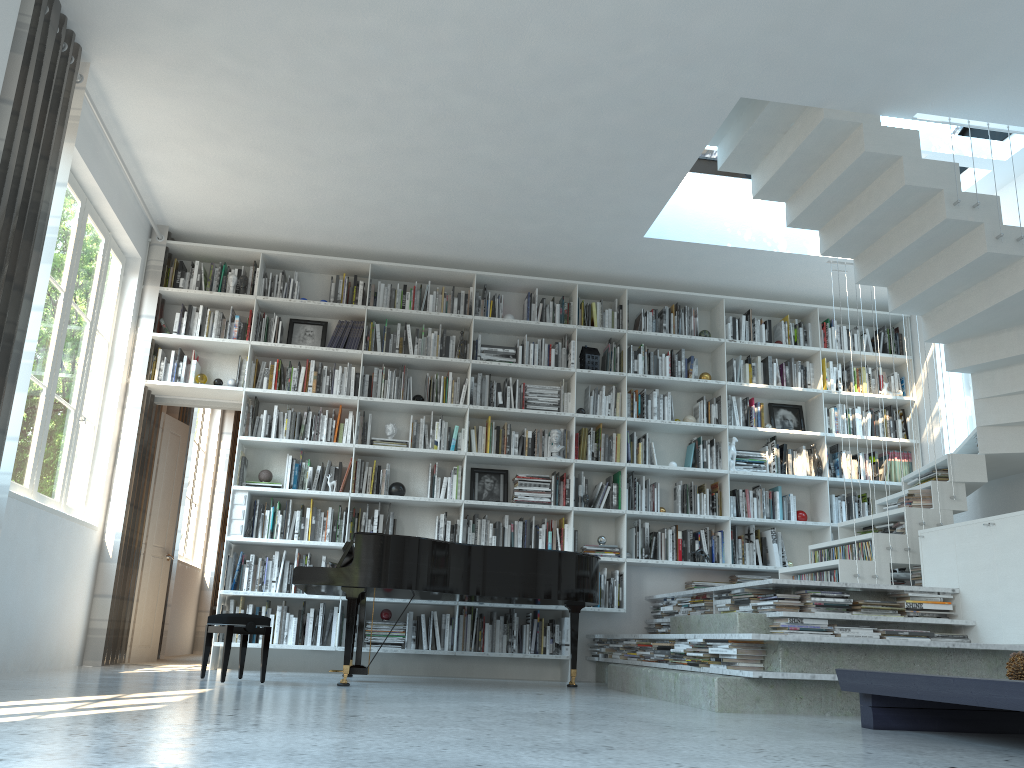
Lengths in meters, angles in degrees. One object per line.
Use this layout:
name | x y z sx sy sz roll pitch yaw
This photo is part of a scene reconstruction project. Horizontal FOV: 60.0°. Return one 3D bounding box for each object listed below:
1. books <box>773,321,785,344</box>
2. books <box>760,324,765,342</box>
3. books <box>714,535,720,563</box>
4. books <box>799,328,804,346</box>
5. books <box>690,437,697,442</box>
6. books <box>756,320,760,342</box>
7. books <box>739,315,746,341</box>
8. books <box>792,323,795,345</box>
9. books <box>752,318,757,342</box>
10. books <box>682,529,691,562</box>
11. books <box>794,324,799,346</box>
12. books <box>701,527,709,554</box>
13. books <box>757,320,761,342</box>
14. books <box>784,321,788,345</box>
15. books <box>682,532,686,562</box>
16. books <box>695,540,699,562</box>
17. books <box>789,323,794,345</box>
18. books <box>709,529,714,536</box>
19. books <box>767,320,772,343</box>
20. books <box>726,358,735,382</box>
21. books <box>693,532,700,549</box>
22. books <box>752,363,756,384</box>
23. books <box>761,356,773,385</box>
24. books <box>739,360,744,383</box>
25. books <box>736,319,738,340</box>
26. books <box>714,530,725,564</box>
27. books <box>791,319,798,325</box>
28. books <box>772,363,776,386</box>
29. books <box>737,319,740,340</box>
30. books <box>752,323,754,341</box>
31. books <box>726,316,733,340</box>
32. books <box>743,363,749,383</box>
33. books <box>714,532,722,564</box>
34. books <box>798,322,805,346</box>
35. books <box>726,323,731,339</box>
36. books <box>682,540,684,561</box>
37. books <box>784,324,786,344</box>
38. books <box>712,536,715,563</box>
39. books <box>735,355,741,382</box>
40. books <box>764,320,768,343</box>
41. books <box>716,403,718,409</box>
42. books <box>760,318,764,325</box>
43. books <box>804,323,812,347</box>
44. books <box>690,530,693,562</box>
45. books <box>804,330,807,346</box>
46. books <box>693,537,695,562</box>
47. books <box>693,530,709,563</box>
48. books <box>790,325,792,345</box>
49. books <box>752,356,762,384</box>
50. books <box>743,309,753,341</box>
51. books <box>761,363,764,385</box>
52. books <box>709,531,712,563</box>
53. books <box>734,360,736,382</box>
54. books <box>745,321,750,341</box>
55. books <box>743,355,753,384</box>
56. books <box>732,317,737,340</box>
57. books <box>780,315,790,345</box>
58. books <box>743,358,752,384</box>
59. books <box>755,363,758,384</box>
books | 2.297 -0.397 7.628 0.019 0.255 0.169 5 -16 -8
books | 2.117 -0.385 7.596 0.024 0.201 0.190 5 -16 -8
books | 1.604 1.327 7.045 0.025 0.227 0.176 5 -16 -8
books | 2.463 -0.359 7.652 0.029 0.209 0.170 5 -16 -8
books | 1.491 0.590 7.256 0.016 0.289 0.135 5 -16 -8
books | 2.073 -0.404 7.599 0.022 0.235 0.172 5 -16 -8
books | 1.951 -0.433 7.591 0.048 0.277 0.150 5 -16 -8
books | 2.402 -0.382 7.665 0.017 0.256 0.147 5 -16 -8
books | 2.056 -0.418 7.599 0.014 0.261 0.168 5 -16 -8
books | 1.370 1.294 7.024 0.026 0.261 0.174 5 -16 -8
books | 2.422 -0.376 7.644 0.018 0.234 0.187 5 -16 -8
books | 1.538 1.295 7.060 0.013 0.293 0.135 5 -16 -8
books | 2.093 -0.408 7.612 0.021 0.253 0.152 5 -16 -8
books | 2.328 -0.390 7.640 0.016 0.251 0.189 5 -16 -8
books | 1.344 1.306 7.034 0.021 0.242 0.131 5 -16 -8
books | 1.440 1.340 7.026 0.025 0.180 0.169 5 -16 -8
books | 2.381 -0.384 7.646 0.031 0.248 0.165 5 -16 -8
books | 1.582 1.308 7.079 0.012 0.281 0.144 5 -16 -8
books | 2.184 -0.404 7.623 0.030 0.257 0.165 5 -16 -8
books | 1.842 -0.075 7.483 0.012 0.253 0.161 5 -16 -8
books | 1.459 1.309 7.039 0.012 0.248 0.165 5 -16 -8
books | 2.013 -0.047 7.500 0.030 0.223 0.158 5 -16 -8
books | 2.126 -0.072 7.473 0.032 0.264 0.246 5 -16 -8
books | 1.923 -0.065 7.500 0.026 0.250 0.131 5 -16 -8
books | 1.888 -0.415 7.576 0.024 0.230 0.169 5 -16 -8
books | 1.654 1.312 7.064 0.025 0.271 0.171 5 -16 -8
books | 2.439 -0.400 7.674 0.020 0.298 0.131 5 -16 -8
books | 2.185 -0.042 7.504 0.030 0.229 0.187 5 -16 -8
books | 1.911 -0.417 7.599 0.027 0.249 0.140 5 -16 -8
books | 2.030 -0.394 7.609 0.030 0.220 0.133 5 -16 -8
books | 1.839 -0.430 7.568 0.025 0.250 0.178 5 -16 -8
books | 1.951 -0.048 7.476 0.025 0.207 0.176 5 -16 -8
books | 1.629 1.317 7.059 0.026 0.257 0.157 5 -16 -8
books | 2.488 -0.385 7.682 0.025 0.278 0.136 5 -16 -8
books | 1.816 -0.402 7.545 0.022 0.182 0.190 5 -16 -8
books | 1.323 1.305 7.024 0.025 0.237 0.157 5 -16 -8
books | 2.309 -0.378 7.628 0.008 0.220 0.183 5 -16 -8
books | 1.572 1.330 7.044 0.013 0.219 0.169 5 -16 -8
books | 1.886 -0.085 7.491 0.051 0.281 0.167 5 -16 -8
books | 2.161 -0.400 7.632 0.012 0.253 0.161 5 -16 -8
books | 1.674 0.282 7.362 0.013 0.220 0.156 5 -16 -8
books | 2.131 -0.414 7.634 0.012 0.278 0.153 5 -16 -8
books | 2.546 -0.378 7.672 0.026 0.262 0.163 5 -16 -8
books | 1.394 1.298 7.034 0.026 0.262 0.170 5 -16 -8
books | 2.513 -0.349 7.682 0.031 0.210 0.132 5 -16 -8
books | 1.417 1.325 7.032 0.022 0.210 0.136 5 -16 -8
books | 1.499 1.302 7.042 0.070 0.265 0.186 5 -16 -8
books | 2.364 -0.377 7.633 0.007 0.225 0.170 5 -16 -8
books | 2.066 -0.076 7.509 0.026 0.287 0.156 5 -16 -8
books | 2.014 -0.456 7.599 0.014 0.331 0.181 5 -16 -8
books | 2.089 -0.047 7.515 0.025 0.237 0.143 5 -16 -8
books | 1.554 1.311 7.060 0.021 0.264 0.150 5 -16 -8
books | 1.854 -0.066 7.480 0.013 0.236 0.142 5 -16 -8
books | 1.989 -0.406 7.592 0.030 0.230 0.148 5 -16 -8
books | 1.994 -0.084 7.506 0.011 0.295 0.163 5 -16 -8
books | 1.865 -0.425 7.566 0.026 0.241 0.185 5 -16 -8
books | 2.358 -0.421 7.653 0.007 0.320 0.166 5 -16 -8
books | 1.977 -0.071 7.491 0.026 0.260 0.168 5 -16 -8
books | 2.038 -0.047 7.518 0.024 0.235 0.147 5 -16 -8
